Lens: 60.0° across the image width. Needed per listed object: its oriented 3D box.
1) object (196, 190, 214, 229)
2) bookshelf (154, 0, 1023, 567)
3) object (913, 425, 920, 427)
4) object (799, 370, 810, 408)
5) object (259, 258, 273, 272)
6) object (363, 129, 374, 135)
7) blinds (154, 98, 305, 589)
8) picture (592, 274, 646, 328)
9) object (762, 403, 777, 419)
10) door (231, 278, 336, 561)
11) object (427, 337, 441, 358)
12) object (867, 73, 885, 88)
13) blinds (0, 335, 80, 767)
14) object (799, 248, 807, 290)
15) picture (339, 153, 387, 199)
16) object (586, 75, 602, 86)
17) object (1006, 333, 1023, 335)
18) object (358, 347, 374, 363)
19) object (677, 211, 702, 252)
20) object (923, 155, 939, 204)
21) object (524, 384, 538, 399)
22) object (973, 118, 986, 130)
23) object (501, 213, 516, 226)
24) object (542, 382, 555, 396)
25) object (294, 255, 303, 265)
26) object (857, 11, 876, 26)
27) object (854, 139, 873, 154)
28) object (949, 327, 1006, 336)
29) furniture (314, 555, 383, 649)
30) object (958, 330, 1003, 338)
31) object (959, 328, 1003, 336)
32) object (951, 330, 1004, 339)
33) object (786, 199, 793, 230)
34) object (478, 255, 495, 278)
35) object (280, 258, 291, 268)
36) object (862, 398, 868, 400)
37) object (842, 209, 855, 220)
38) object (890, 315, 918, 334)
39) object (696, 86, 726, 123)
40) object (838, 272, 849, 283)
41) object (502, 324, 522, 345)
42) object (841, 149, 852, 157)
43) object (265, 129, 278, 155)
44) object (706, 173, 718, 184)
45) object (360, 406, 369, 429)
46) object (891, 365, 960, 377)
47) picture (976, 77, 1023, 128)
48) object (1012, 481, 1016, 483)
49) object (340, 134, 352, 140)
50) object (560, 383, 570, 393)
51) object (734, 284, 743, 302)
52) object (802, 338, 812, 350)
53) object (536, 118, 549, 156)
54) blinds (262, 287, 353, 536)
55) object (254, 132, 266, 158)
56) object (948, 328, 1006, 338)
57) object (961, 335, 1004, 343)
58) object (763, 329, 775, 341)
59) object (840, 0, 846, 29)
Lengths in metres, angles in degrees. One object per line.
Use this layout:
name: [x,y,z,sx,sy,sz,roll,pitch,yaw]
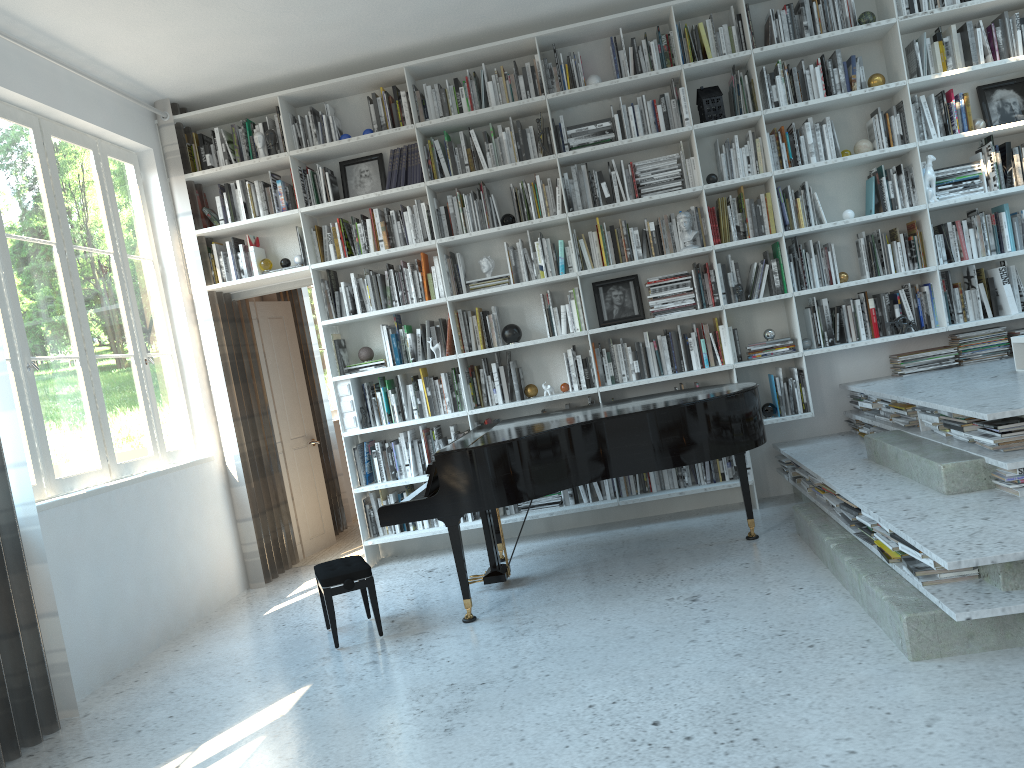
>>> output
object: [-2.076,-1.154,5.976,0.035,0.296,0.176,-10,2,7]
bookshelf: [1.052,-0.724,5.575,6.298,3.144,0.330,-10,2,7]
object: [2.126,0.197,4.615,0.145,0.010,0.266,-10,2,3]
object: [1.818,0.039,5.510,0.011,0.260,0.141,-10,2,7]
object: [-1.634,-0.791,5.893,0.086,0.088,0.087,-12,2,-34]
object: [-0.933,-1.623,5.788,0.082,0.083,0.082,-11,2,-15]
blinds: [-1.934,-0.262,6.156,0.140,3.232,0.775,-10,2,7]
picture: [0.690,-0.537,5.745,0.300,0.300,0.077,-10,2,7]
object: [1.596,0.164,5.510,0.093,0.095,0.093,-12,2,-34]
door: [-1.438,0.276,6.558,0.834,1.982,0.785,-10,2,7]
object: [-0.496,-0.233,5.695,0.081,0.140,0.044,-11,2,-9]
object: [2.195,-1.818,5.341,0.100,0.102,0.100,-11,2,-15]
blinds: [-2.267,-0.123,3.389,0.140,3.232,0.775,-10,2,7]
object: [1.810,-0.716,5.563,0.007,0.266,0.134,-10,2,7]
picture: [-0.985,-1.361,5.894,0.300,0.300,0.077,-10,2,7]
object: [0.516,-1.893,5.586,0.104,0.106,0.104,-11,2,-15]
object: [3.224,-0.335,5.408,0.328,0.008,0.207,-10,2,7]
object: [-0.970,-0.196,5.895,0.105,0.106,0.105,-11,2,-15]
object: [1.082,-0.942,5.482,0.137,0.244,0.138,-11,2,-27]
object: [2.483,-1.213,5.267,0.087,0.288,0.075,-8,3,42]
object: [0.125,0.046,5.788,0.091,0.092,0.091,-11,2,-15]
object: [2.801,-1.551,5.340,0.091,0.092,0.091,-12,2,-34]
object: [-0.024,-1.048,5.708,0.097,0.098,0.097,-12,2,-34]
object: [0.234,0.028,5.707,0.060,0.095,0.078,-9,2,24]
object: [-1.413,-0.824,5.893,0.071,0.072,0.071,-11,2,-15]
object: [2.128,-2.180,5.321,0.104,0.105,0.104,-12,2,-34]
object: [2.160,-1.447,5.451,0.111,0.113,0.111,-11,2,-15]
object: [2.852,-0.324,5.440,0.285,0.005,0.159,-10,2,12]
furniture: [-0.805,1.043,4.332,0.239,0.353,0.467,-11,2,-18]
object: [2.856,-0.308,5.452,0.254,0.006,0.160,-10,2,7]
object: [2.854,-0.319,5.450,0.254,0.006,0.160,-10,2,8]
object: [2.857,-0.303,5.453,0.254,0.006,0.160,-10,2,7]
object: [1.720,-1.043,5.536,0.013,0.208,0.140,-10,2,7]
object: [-0.162,-0.766,5.782,0.095,0.157,0.121,-10,2,21]
object: [-1.514,-0.806,5.927,0.071,0.072,0.071,-11,2,-15]
object: [2.224,0.076,5.486,0.135,0.011,0.221,-10,2,11]
object: [2.065,-1.035,5.442,0.071,0.072,0.071,-12,2,-34]
object: [2.355,-0.357,5.331,0.160,0.114,0.064,-11,2,-5]
object: [1.227,-1.720,5.479,0.135,0.248,0.135,-10,2,-3]
object: [2.051,-0.659,5.503,0.071,0.072,0.071,-12,2,-34]
object: [-0.001,-0.324,5.769,0.133,0.135,0.134,-12,2,-34]
object: [2.048,-1.404,5.444,0.068,0.068,0.068,-11,2,-15]
object: [-1.554,-1.554,5.755,0.067,0.198,0.067,-12,3,-40]
object: [1.235,-1.263,5.478,0.071,0.072,0.071,-12,2,-34]
object: [-0.972,0.221,5.801,0.045,0.146,0.045,-13,3,-44]
object: [2.556,-0.082,5.490,0.345,0.007,0.193,-10,2,2]
picture: [3.016,-1.698,5.392,0.300,0.300,0.077,-10,2,7]
object: [2.015,0.352,3.400,0.204,0.004,0.139,-10,2,10]
object: [-1.087,-1.596,5.808,0.082,0.083,0.082,-11,2,-15]
object: [0.342,0.024,5.718,0.061,0.062,0.061,-12,2,-34]
object: [1.396,-0.559,5.443,0.054,0.113,0.079,-10,2,6]
object: [1.842,-0.250,5.549,0.071,0.072,0.071,-12,2,-34]
object: [0.192,-1.535,5.549,0.075,0.255,0.075,-11,2,-14]
blinds: [-1.794,-0.320,7.324,0.140,3.232,0.775,-10,2,7]
object: [-1.633,-1.540,5.766,0.067,0.198,0.067,-12,3,-40]
object: [2.855,-0.313,5.453,0.285,0.005,0.159,-10,2,7]
object: [2.859,-0.276,5.454,0.254,0.006,0.160,-10,2,7]
object: [1.595,-0.306,5.495,0.071,0.072,0.071,-12,2,-34]
object: [2.011,-2.260,5.429,0.006,0.298,0.129,-10,2,7]
